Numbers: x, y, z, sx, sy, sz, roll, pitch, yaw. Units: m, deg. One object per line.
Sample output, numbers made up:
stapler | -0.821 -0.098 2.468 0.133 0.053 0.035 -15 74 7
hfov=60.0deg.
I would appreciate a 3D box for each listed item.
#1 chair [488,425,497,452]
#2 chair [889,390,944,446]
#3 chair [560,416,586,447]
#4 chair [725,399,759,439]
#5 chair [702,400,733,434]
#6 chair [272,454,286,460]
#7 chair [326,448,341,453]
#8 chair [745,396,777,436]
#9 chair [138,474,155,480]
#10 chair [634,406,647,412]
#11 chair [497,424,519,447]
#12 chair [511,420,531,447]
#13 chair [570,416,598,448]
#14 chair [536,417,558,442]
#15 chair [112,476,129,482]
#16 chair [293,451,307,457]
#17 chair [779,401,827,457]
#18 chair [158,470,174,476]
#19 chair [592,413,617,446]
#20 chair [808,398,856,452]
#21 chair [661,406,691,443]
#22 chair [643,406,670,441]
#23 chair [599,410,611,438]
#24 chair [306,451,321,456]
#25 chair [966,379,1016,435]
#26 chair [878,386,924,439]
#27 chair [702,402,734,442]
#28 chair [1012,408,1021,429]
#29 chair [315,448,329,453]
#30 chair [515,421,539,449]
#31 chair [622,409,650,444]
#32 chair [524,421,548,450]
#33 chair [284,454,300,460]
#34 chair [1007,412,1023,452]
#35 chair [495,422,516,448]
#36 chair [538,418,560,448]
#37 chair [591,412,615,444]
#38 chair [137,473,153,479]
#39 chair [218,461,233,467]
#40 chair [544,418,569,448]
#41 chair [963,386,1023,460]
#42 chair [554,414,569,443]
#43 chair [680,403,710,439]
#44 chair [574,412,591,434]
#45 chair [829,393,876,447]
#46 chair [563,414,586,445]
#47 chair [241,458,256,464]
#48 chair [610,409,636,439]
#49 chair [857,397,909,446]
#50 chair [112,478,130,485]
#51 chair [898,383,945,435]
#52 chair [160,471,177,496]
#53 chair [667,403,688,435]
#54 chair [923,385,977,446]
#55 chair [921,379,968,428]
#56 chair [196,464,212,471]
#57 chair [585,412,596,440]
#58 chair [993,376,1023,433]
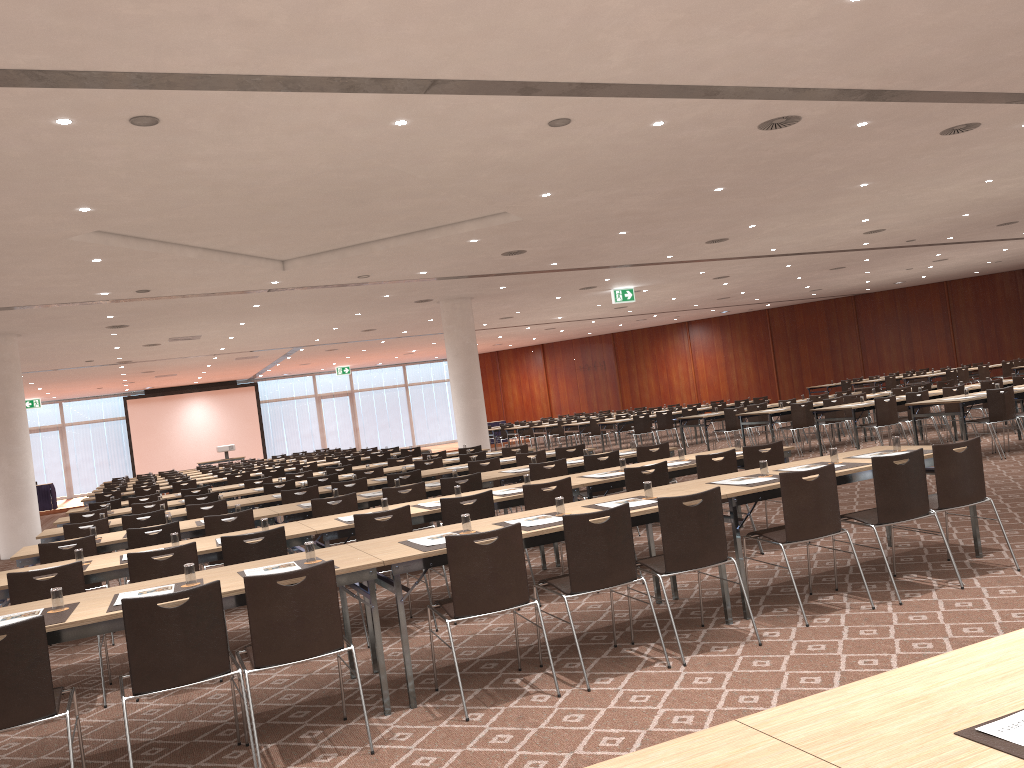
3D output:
chair | -0.901 1.888 29.973 0.535 0.939 0.614 -7 -1 -21
chair | 6.460 0.589 14.257 0.535 0.939 0.614 -7 -1 -22
chair | 1.799 1.469 26.872 0.535 0.939 0.614 -7 -1 -26
chair | 5.627 0.861 21.905 0.535 0.939 0.614 -7 -1 -24
chair | 5.517 0.921 24.028 0.535 0.939 0.614 -7 -1 -23
chair | -7.166 2.653 27.355 0.535 0.939 0.614 -7 -1 -24
chair | -5.221 2.371 26.051 0.535 0.939 0.614 -7 -1 -23
chair | 6.186 0.795 22.231 0.535 0.939 0.614 -7 -1 -20
chair | -9.857 2.935 24.039 0.535 0.939 0.614 -7 -1 -24
chair | 3.994 1.199 27.719 0.535 0.939 0.614 -7 -1 -22
chair | -0.150 1.752 28.211 0.535 0.939 0.614 -7 -1 -20
chair | 0.282 1.747 30.630 0.535 0.939 0.614 -7 -1 -21
chair | 1.973 1.401 24.776 0.535 0.939 0.614 -7 -1 -26
chair | 1.174 1.635 30.857 0.535 0.939 0.614 -7 -1 -25
chair | -11.261 3.153 25.648 0.535 0.939 0.614 -7 -1 -21
chair | -6.598 2.586 27.680 0.535 0.939 0.614 -7 -1 -24
chair | 5.139 0.796 15.818 0.535 0.939 0.614 -7 -1 -22
chair | -10.130 3.015 26.093 0.535 0.939 0.614 -7 -1 -25
chair | 2.591 1.324 24.951 0.535 0.939 0.614 -7 -1 -25
chair | 5.719 0.723 15.985 0.535 0.939 0.614 -7 -1 -23
chair | 4.292 1.070 23.506 0.535 0.939 0.614 -7 -1 -24
chair | 4.109 1.139 25.597 0.535 0.939 0.614 -7 -1 -21
chair | 3.076 1.360 29.650 0.535 0.939 0.614 -7 -1 -21
chair | -5.748 2.434 25.789 0.535 0.939 0.614 -7 -1 -22
chair | 7.904 0.412 14.826 0.535 0.939 0.614 -7 -1 -23
chair | 7.252 0.536 16.638 0.535 0.939 0.614 -7 -1 -25
chair | 5.050 0.935 21.811 0.535 0.939 0.614 -7 -1 -23
chair | 9.063 0.272 15.366 0.535 0.939 0.614 -7 -1 -21
chair | -5.928 2.502 27.882 0.535 0.939 0.614 -7 -1 -21
chair | 0.451 1.680 28.531 0.535 0.939 0.614 -7 -1 -22
chair | 3.507 1.214 25.430 0.535 0.939 0.614 -7 -1 -21
chair | 0.690 1.605 26.464 0.535 0.939 0.614 -7 -1 -24
chair | -6.325 2.506 25.627 0.535 0.939 0.614 -7 -1 -21
chair | 7.288 0.440 12.313 0.535 0.939 0.614 -7 -1 -20
chair | -0.231 1.808 30.347 0.535 0.939 0.614 -7 -1 -25
chair | 1.167 1.590 28.684 0.535 0.939 0.614 -7 -1 -25
chair | 2.771 1.351 27.350 0.535 0.939 0.614 -7 -1 -21
chair | -10.688 3.085 25.938 0.535 0.939 0.614 -7 -1 -22
chair | -8.596 2.828 26.746 0.535 0.939 0.614 -7 -1 -24
chair | 1.286 1.529 26.565 0.535 0.939 0.614 -7 -1 -22
chair | 6.579 0.529 12.138 0.535 0.939 0.614 -7 -1 -20
chair | 1.800 1.561 31.212 0.535 0.939 0.614 -7 -1 -26
chair | 4.873 1.003 23.906 0.535 0.939 0.614 -7 -1 -21
chair | 2.387 1.487 31.374 0.535 0.939 0.614 -7 -1 -23
chair | 6.214 0.666 16.322 0.535 0.939 0.614 -7 -1 -21
chair | 2.021 1.488 29.136 0.535 0.939 0.614 -7 -1 -25
chair | -8.010 2.758 27.079 0.535 0.939 0.614 -7 -1 -21
chair | 3.394 1.274 27.551 0.535 0.939 0.614 -7 -1 -25
chair | 5.793 0.670 13.927 0.535 0.939 0.614 -7 -1 -25
chair | -10.478 3.013 23.858 0.535 0.939 0.614 -7 -1 -25
chair | 7.798 0.472 16.997 0.535 0.939 0.614 -7 -1 -23
chair | -9.340 2.873 24.297 0.535 0.939 0.614 -7 -1 -20
chair | 4.704 1.069 26.003 0.535 0.939 0.614 -7 -1 -25
chair | 7.067 0.513 14.389 0.535 0.939 0.614 -7 -1 -23
chair | 8.314 0.408 17.170 0.535 0.939 0.614 -7 -1 -22
chair | -9.171 2.899 26.538 0.535 0.939 0.614 -7 -1 -22
chair | 2.575 1.418 29.284 0.535 0.939 0.614 -7 -1 -23
chair | 8.534 0.334 15.014 0.535 0.939 0.614 -7 -1 -24
